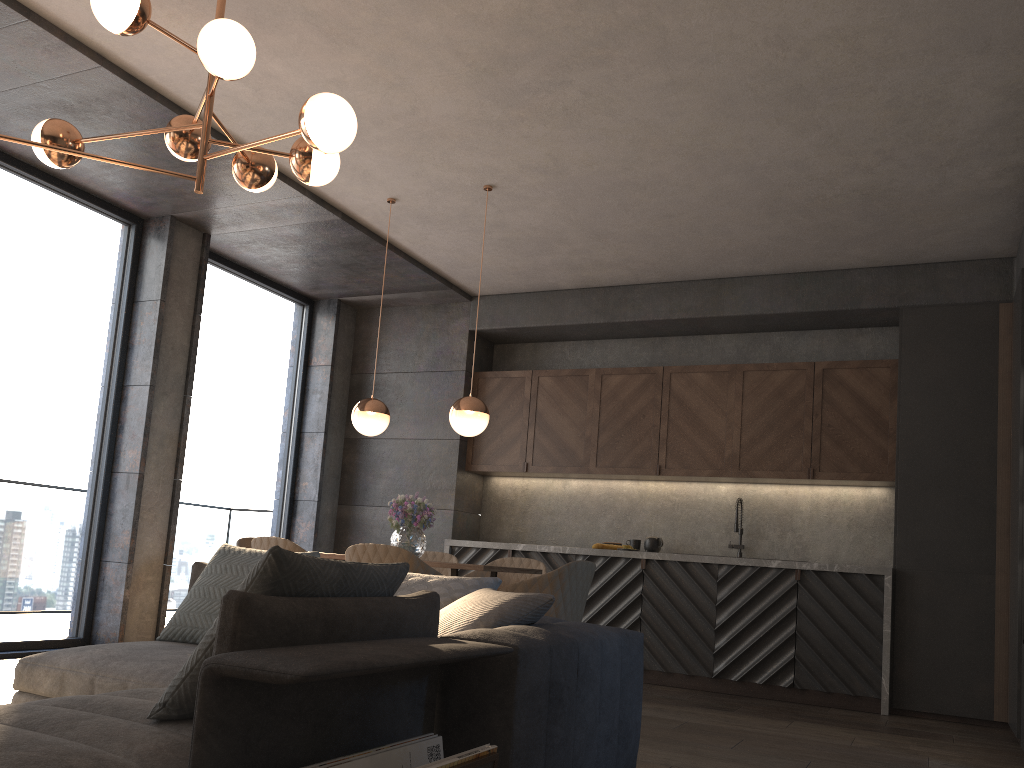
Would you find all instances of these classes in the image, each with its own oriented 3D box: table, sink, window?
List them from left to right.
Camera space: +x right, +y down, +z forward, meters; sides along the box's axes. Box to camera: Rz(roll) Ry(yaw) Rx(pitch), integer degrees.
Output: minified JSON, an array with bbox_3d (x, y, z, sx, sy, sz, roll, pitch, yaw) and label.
[{"bbox_3d":[-3.463,-0.060,4.526,0.199,2.962,7.366,1,-11,26],"label":"window"},{"bbox_3d":[-0.671,1.418,5.205,1.466,0.760,0.779,-1,-10,26],"label":"table"},{"bbox_3d":[1.736,1.110,6.577,0.962,0.540,0.467,-1,-10,26],"label":"sink"}]

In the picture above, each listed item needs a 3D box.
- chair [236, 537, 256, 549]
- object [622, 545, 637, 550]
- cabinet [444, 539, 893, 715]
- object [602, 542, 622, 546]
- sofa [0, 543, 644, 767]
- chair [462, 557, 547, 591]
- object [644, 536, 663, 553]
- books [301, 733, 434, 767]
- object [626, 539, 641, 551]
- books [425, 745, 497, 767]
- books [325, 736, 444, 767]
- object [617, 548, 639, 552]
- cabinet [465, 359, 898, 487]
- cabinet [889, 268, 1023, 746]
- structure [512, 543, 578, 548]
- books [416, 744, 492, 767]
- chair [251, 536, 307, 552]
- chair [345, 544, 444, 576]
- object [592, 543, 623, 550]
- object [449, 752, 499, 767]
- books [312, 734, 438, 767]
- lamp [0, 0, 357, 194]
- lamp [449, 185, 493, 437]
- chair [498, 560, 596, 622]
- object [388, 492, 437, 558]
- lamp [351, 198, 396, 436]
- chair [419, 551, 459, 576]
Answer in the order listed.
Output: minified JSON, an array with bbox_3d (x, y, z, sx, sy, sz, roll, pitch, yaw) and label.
[{"bbox_3d":[-1.494,1.405,5.609,0.510,0.827,0.562,0,-9,30],"label":"chair"},{"bbox_3d":[0.899,1.269,6.828,0.120,0.045,0.118,-2,-13,31],"label":"object"},{"bbox_3d":[1.066,1.774,6.757,3.391,0.939,0.608,-1,-10,26],"label":"cabinet"},{"bbox_3d":[0.803,1.302,7.067,0.157,0.067,0.118,2,-11,11],"label":"object"},{"bbox_3d":[-0.994,0.815,2.433,2.023,0.774,2.951,-1,-12,25],"label":"sofa"},{"bbox_3d":[-0.078,1.499,5.544,0.555,0.827,0.516,1,-9,25],"label":"chair"},{"bbox_3d":[1.104,1.261,6.917,0.136,0.136,0.154,5,-9,-1],"label":"object"},{"bbox_3d":[-0.307,0.957,1.855,0.062,0.351,0.575,1,-11,26],"label":"books"},{"bbox_3d":[0.965,1.282,6.985,0.113,0.102,0.091,10,-10,-31],"label":"object"},{"bbox_3d":[-0.197,0.952,1.789,0.064,0.351,0.575,1,-11,26],"label":"books"},{"bbox_3d":[-0.278,0.957,1.836,0.079,0.349,0.575,1,-11,26],"label":"books"},{"bbox_3d":[0.897,1.287,6.827,0.171,0.020,0.171,13,-15,-37],"label":"object"},{"bbox_3d":[1.229,0.321,7.032,3.392,0.856,0.374,-1,-9,26],"label":"cabinet"},{"bbox_3d":[3.066,0.778,5.595,1.186,2.724,1.217,1,-8,26],"label":"cabinet"},{"bbox_3d":[0.359,1.334,7.185,0.610,0.017,0.511,-1,-13,26],"label":"structure"},{"bbox_3d":[-0.205,0.954,1.801,0.064,0.351,0.575,1,-11,26],"label":"books"},{"bbox_3d":[-1.165,1.268,4.821,0.555,0.827,0.516,-1,-10,35],"label":"chair"},{"bbox_3d":[-0.612,1.256,4.559,0.555,0.827,0.517,1,-9,20],"label":"chair"},{"bbox_3d":[0.764,1.283,6.922,0.302,0.054,0.071,9,-11,-23],"label":"object"},{"bbox_3d":[-0.283,0.949,1.757,0.216,0.347,0.676,1,-11,26],"label":"object"},{"bbox_3d":[-0.294,0.956,1.846,0.068,0.350,0.575,1,-11,26],"label":"books"},{"bbox_3d":[-1.205,-1.165,3.400,1.463,1.027,1.028,4,-9,2],"label":"lamp"},{"bbox_3d":[-0.204,-0.445,5.296,0.239,1.527,0.241,4,-7,2],"label":"lamp"},{"bbox_3d":[0.148,1.360,4.786,0.510,0.827,0.562,0,-9,30],"label":"chair"},{"bbox_3d":[-0.603,0.847,5.293,0.298,0.404,0.332,5,-9,-3],"label":"object"},{"bbox_3d":[-0.834,-0.431,5.600,0.239,1.527,0.241,0,-8,32],"label":"lamp"},{"bbox_3d":[-0.654,1.517,5.846,0.555,0.827,0.517,1,-9,20],"label":"chair"}]
